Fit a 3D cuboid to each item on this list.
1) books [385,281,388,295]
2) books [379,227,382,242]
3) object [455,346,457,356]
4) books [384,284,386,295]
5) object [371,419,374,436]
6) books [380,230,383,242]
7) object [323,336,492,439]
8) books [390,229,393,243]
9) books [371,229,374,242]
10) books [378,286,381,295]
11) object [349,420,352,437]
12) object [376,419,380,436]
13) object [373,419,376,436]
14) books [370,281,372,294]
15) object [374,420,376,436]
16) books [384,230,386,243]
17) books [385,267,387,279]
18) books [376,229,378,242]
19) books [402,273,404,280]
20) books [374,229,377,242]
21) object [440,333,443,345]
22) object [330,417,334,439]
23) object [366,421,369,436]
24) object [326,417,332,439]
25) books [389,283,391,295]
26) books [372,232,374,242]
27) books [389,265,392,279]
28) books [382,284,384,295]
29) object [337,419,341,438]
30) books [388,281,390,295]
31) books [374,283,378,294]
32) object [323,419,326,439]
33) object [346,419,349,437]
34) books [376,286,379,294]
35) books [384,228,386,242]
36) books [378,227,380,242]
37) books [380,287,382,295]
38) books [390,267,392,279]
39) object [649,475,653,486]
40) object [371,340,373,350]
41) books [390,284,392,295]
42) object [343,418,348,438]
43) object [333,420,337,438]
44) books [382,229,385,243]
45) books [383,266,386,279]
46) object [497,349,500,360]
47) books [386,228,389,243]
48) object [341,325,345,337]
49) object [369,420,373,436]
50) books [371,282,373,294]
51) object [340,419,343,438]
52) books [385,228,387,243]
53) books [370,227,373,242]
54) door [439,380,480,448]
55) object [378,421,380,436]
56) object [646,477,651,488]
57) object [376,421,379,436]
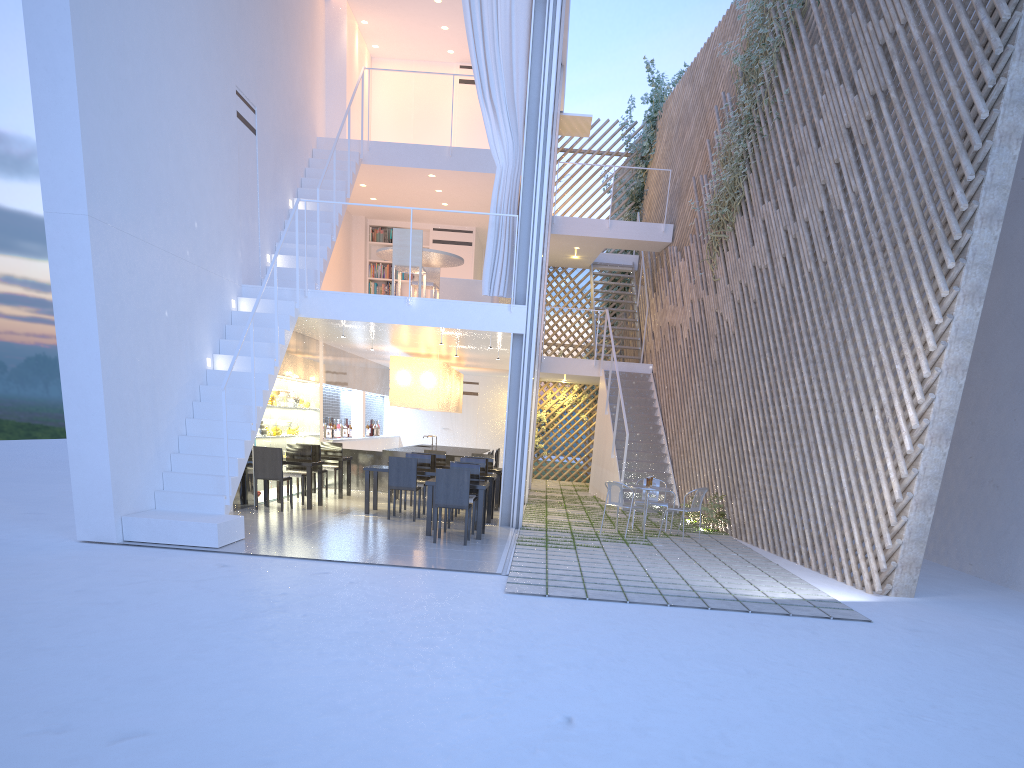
[{"bbox_3d":[-1.332,-1.006,8.761,0.015,0.164,0.080,5,13,3],"label":"books"},{"bbox_3d":[-1.372,-1.551,8.599,0.011,0.164,0.075,5,14,3],"label":"books"},{"bbox_3d":[-0.442,-0.262,6.569,0.029,0.085,0.026,7,16,12],"label":"object"},{"bbox_3d":[-1.348,-0.994,8.765,0.015,0.135,0.082,5,12,3],"label":"books"},{"bbox_3d":[-1.653,0.514,9.718,0.046,0.218,0.042,4,16,1],"label":"object"},{"bbox_3d":[-1.356,-1.535,8.599,0.021,0.132,0.085,5,11,2],"label":"books"},{"bbox_3d":[-0.992,0.085,6.583,1.674,0.874,1.741,4,1,-1],"label":"object"},{"bbox_3d":[-1.258,-1.537,8.601,0.027,0.153,0.072,5,13,2],"label":"books"},{"bbox_3d":[-1.459,-1.542,8.599,0.006,0.132,0.088,5,11,3],"label":"books"},{"bbox_3d":[-1.409,-0.984,8.782,0.021,0.106,0.058,5,12,2],"label":"books"},{"bbox_3d":[-1.695,0.470,8.617,0.042,0.195,0.038,-5,18,-27],"label":"object"},{"bbox_3d":[-1.638,0.528,9.981,0.044,0.218,0.044,19,22,41],"label":"object"},{"bbox_3d":[-1.653,0.519,9.801,0.046,0.218,0.042,5,16,3],"label":"object"},{"bbox_3d":[-1.499,-1.013,8.764,0.015,0.152,0.081,5,13,3],"label":"books"},{"bbox_3d":[-1.650,0.531,9.871,0.044,0.200,0.042,-10,21,-40],"label":"object"},{"bbox_3d":[-1.325,-1.543,8.599,0.024,0.155,0.077,5,13,2],"label":"books"},{"bbox_3d":[-1.326,-1.169,8.712,0.018,0.130,0.078,5,12,2],"label":"books"},{"bbox_3d":[-1.401,-1.541,8.609,0.021,0.140,0.064,5,14,2],"label":"books"},{"bbox_3d":[-1.148,-1.160,8.715,0.021,0.140,0.064,5,14,2],"label":"books"},{"bbox_3d":[-1.423,-1.543,8.609,0.021,0.140,0.064,5,14,2],"label":"books"},{"bbox_3d":[-0.481,-0.311,5.628,0.029,0.085,0.026,7,16,12],"label":"object"},{"bbox_3d":[-1.765,0.318,6.866,0.106,0.305,1.967,5,-2,5],"label":"object"},{"bbox_3d":[-1.663,0.514,9.480,0.042,0.195,0.038,-5,18,-27],"label":"object"},{"bbox_3d":[-1.766,0.315,6.821,0.047,0.305,1.892,5,-2,3],"label":"object"},{"bbox_3d":[-1.298,-0.998,8.766,0.015,0.152,0.072,5,13,3],"label":"books"},{"bbox_3d":[-1.446,-1.528,8.618,0.021,0.106,0.058,5,12,2],"label":"books"},{"bbox_3d":[-1.282,-1.178,8.707,0.011,0.155,0.079,5,13,3],"label":"books"},{"bbox_3d":[-1.367,-0.994,8.764,0.021,0.132,0.085,5,11,2],"label":"books"},{"bbox_3d":[-1.718,0.441,8.152,0.044,0.199,0.039,5,16,2],"label":"object"},{"bbox_3d":[-1.311,-1.005,8.763,0.011,0.164,0.075,5,14,3],"label":"books"},{"bbox_3d":[-1.450,-1.003,8.774,0.021,0.140,0.064,5,14,2],"label":"books"},{"bbox_3d":[-1.796,0.310,6.758,0.046,0.305,1.776,5,-2,4],"label":"object"},{"bbox_3d":[-1.713,0.458,8.550,0.044,0.208,0.041,2,16,-7],"label":"object"},{"bbox_3d":[-1.430,-0.985,8.782,0.021,0.106,0.058,5,12,2],"label":"books"},{"bbox_3d":[-1.316,-1.542,8.599,0.024,0.155,0.077,5,13,2],"label":"books"},{"bbox_3d":[-1.384,-1.548,8.599,0.011,0.155,0.079,5,13,3],"label":"books"},{"bbox_3d":[-1.388,-0.982,8.782,0.021,0.106,0.058,5,12,2],"label":"books"},{"bbox_3d":[-1.270,-1.166,8.707,0.015,0.133,0.085,5,11,3],"label":"books"},{"bbox_3d":[1.003,0.701,5.951,0.030,0.082,0.029,-10,20,-41],"label":"object"},{"bbox_3d":[-1.118,-0.313,6.577,0.029,0.085,0.026,7,16,12],"label":"object"},{"bbox_3d":[-1.284,-0.988,8.762,0.015,0.133,0.085,5,11,3],"label":"books"},{"bbox_3d":[-1.699,0.447,8.389,0.046,0.218,0.042,5,16,3],"label":"object"},{"bbox_3d":[-1.772,0.314,6.837,0.058,0.309,2.304,5,-2,3],"label":"object"},{"bbox_3d":[-1.340,-1.536,8.596,0.007,0.138,0.088,5,11,3],"label":"books"},{"bbox_3d":[-1.345,-1.175,8.718,0.021,0.140,0.064,5,14,2],"label":"books"},{"bbox_3d":[-0.108,-0.237,6.565,0.029,0.085,0.026,7,16,12],"label":"object"},{"bbox_3d":[-1.298,-1.541,8.599,0.024,0.155,0.077,5,13,2],"label":"books"},{"bbox_3d":[-1.156,-0.362,5.636,0.029,0.085,0.026,7,16,12],"label":"object"},{"bbox_3d":[-1.643,0.514,9.578,0.044,0.208,0.041,2,16,-7],"label":"object"},{"bbox_3d":[-1.484,-1.005,8.763,0.015,0.138,0.088,5,11,3],"label":"books"},{"bbox_3d":[-1.721,0.448,8.272,0.044,0.200,0.043,-10,21,-39],"label":"object"},{"bbox_3d":[-1.307,-1.541,8.599,0.024,0.155,0.077,5,13,2],"label":"books"},{"bbox_3d":[-1.469,-1.553,8.599,0.015,0.152,0.081,5,13,3],"label":"books"},{"bbox_3d":[-1.372,0.395,8.346,0.474,1.246,5.282,8,-1,15],"label":"door"},{"bbox_3d":[-1.635,0.540,10.042,0.043,0.199,0.039,8,17,13],"label":"object"},{"bbox_3d":[0.955,0.688,5.770,0.030,0.082,0.029,-10,20,-41],"label":"object"},{"bbox_3d":[-1.633,0.535,9.924,0.046,0.200,0.041,4,16,1],"label":"object"}]
